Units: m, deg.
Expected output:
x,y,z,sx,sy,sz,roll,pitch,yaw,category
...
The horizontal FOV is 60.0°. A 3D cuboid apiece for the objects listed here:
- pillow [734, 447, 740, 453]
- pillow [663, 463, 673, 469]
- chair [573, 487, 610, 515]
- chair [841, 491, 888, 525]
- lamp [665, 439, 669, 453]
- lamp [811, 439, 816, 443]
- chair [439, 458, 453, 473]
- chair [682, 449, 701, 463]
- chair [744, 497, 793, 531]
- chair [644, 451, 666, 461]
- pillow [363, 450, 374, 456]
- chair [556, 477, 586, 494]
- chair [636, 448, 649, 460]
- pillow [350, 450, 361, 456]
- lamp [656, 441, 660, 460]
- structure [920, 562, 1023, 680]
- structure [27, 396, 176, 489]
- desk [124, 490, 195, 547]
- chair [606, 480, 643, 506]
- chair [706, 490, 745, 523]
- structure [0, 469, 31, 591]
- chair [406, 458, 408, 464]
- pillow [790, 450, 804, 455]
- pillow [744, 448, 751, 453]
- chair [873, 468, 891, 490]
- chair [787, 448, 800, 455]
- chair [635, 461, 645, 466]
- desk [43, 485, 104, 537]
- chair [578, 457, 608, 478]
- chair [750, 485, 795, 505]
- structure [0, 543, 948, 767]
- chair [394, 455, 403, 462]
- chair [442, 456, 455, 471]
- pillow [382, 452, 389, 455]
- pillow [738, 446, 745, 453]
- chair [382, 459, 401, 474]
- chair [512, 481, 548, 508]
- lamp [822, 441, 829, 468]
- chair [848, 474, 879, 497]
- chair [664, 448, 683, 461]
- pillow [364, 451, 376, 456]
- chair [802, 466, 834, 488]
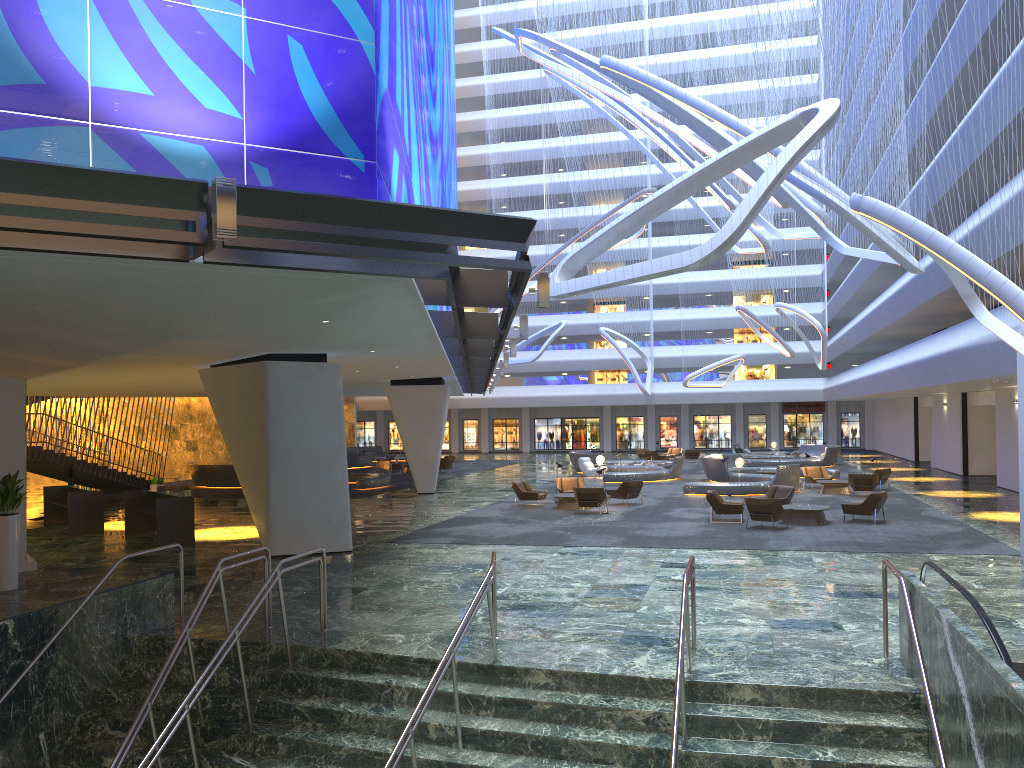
x,y,z,sx,sy,sz,roll,pitch,yaw,category
13.115,3.830,51.423,0.295,0.368,0.769,-1,-2,28,pillow
6.828,3.477,37.571,0.692,0.262,0.877,-2,-2,23,pillow
2.229,3.272,25.019,0.929,0.766,0.939,-2,-1,21,chair
8.736,3.043,21.942,0.939,0.766,0.929,-2,-2,39,chair
9.088,3.872,51.925,0.384,1.300,0.202,-1,0,-23,lamp
16.119,3.578,47.364,0.384,1.300,0.202,-1,0,14,lamp
-3.525,4.100,44.707,0.929,0.766,0.939,-1,-1,13,chair
10.147,4.049,49.957,0.929,0.766,0.939,-1,-1,-7,chair
6.054,3.058,21.058,0.930,0.766,0.938,-2,-2,42,chair
7.849,4.051,48.884,0.938,0.766,0.930,0,-2,-34,chair
-9.313,4.459,57.616,0.775,0.366,0.317,0,-1,-34,pillow
1.885,3.401,28.353,0.929,0.766,0.939,-1,-1,-2,chair
7.773,4.156,51.707,0.929,0.766,0.939,0,-2,-32,chair
-10.039,4.442,56.878,0.315,0.386,0.785,-2,-2,31,pillow
8.019,3.768,48.588,0.202,1.300,0.384,-1,0,-23,lamp
3.689,5.751,0.293,3.017,8.237,19.836,-1,-2,15,structure
-20.499,1.707,37.631,11.984,6.246,16.495,-1,-2,15,structure
-8.398,3.152,21.023,0.813,1.097,2.979,0,-2,-37,desk
3.490,3.331,27.220,0.929,0.766,0.939,0,-2,-42,chair
5.466,3.128,22.672,0.939,0.766,0.930,-1,-1,17,chair
-8.671,2.463,15.045,1.022,2.051,0.773,-1,0,-7,structure
-5.165,4.219,47.159,0.929,0.766,0.939,-1,-1,-12,chair
15.262,3.691,47.486,0.692,0.262,0.878,0,-2,-23,pillow
13.601,3.896,51.631,0.684,0.280,0.874,0,-2,-38,pillow
12.535,3.295,30.635,0.929,0.766,0.939,0,-2,-42,chair
15.760,3.905,48.756,0.929,0.766,0.939,0,-2,-42,chair
5.744,4.013,43.249,1.784,0.501,0.586,0,-1,-21,chair
-11.550,3.292,23.290,0.813,1.097,2.979,0,-2,-39,desk
3.619,3.728,39.630,1.157,0.882,0.729,-2,-1,34,chair
7.048,3.142,23.835,0.938,0.766,0.930,0,-1,-23,chair
-2.640,5.942,1.516,9.306,8.397,19.740,-1,-2,15,structure
-7.141,4.704,55.758,0.587,0.501,0.491,-2,-1,31,chair
-3.518,4.172,46.672,0.938,0.766,0.930,0,-2,-37,chair
-8.264,4.557,57.870,0.443,0.207,0.445,-1,-2,1,pillow
13.324,3.801,51.403,0.315,0.386,0.785,-2,-2,30,pillow
-6.051,4.136,44.478,0.938,0.766,0.930,-1,-1,-14,chair
0.541,3.385,27.283,0.939,0.766,0.929,-2,-1,23,chair
15.356,3.445,43.378,0.202,1.300,0.384,-1,0,-26,lamp
11.274,3.236,28.434,0.929,0.766,0.939,-2,-1,21,chair
9.487,4.129,51.808,0.930,0.766,0.939,-2,-2,33,chair
-9.246,4.495,57.431,0.692,0.262,0.877,-1,-2,5,pillow
10.930,3.365,31.768,0.929,0.766,0.939,-1,-1,-2,chair
